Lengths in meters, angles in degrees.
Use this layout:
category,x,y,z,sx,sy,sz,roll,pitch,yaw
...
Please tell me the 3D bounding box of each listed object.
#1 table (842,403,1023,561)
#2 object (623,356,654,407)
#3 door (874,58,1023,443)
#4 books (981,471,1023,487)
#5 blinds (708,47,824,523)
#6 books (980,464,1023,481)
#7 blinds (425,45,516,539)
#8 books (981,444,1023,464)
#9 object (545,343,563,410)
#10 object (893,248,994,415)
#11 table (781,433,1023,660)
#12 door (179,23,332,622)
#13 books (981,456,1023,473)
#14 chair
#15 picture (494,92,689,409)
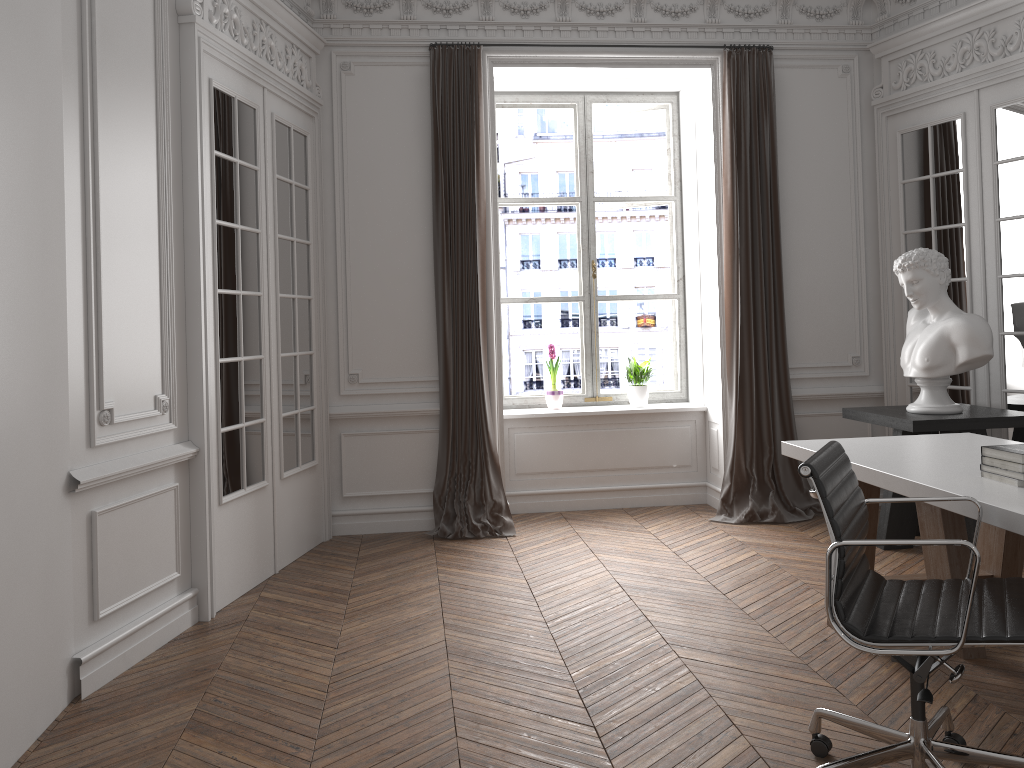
category,x,y,z,sx,sy,sz,roll,pitch,yaw
table,2.418,0.528,4.981,0.767,0.750,0.768,-2,1,-7
object,0.914,-0.022,6.363,0.215,0.369,0.284,-2,1,-28
door,2.837,-0.487,5.283,0.086,2.739,1.563,-1,0,-22
books,1.689,0.301,2.860,0.242,0.023,0.191,-2,4,-5
blinds,1.616,-0.686,5.754,0.778,3.106,0.342,-1,-1,-12
books,1.698,0.279,2.852,0.258,0.023,0.212,-2,4,-7
blinds,-0.309,-0.618,5.567,0.580,3.107,0.310,-2,-1,-1
books,1.696,0.223,2.855,0.258,0.032,0.191,-2,4,-9
object,0.300,-0.054,6.331,0.129,0.476,0.129,-2,-1,44
object,2.359,-0.303,4.938,0.393,0.925,0.633,-2,1,-6
table,1.809,0.694,2.692,0.900,0.749,2.625,-2,3,-6
door,-1.330,-0.336,4.798,0.086,2.739,1.565,-2,0,9
books,1.688,0.253,2.855,0.239,0.028,0.191,-2,4,-9
chair,1.120,0.651,2.342,0.667,0.925,0.694,-1,1,20
picture,1.091,-1.108,2.865,13.209,4.809,13.243,-2,3,-14
